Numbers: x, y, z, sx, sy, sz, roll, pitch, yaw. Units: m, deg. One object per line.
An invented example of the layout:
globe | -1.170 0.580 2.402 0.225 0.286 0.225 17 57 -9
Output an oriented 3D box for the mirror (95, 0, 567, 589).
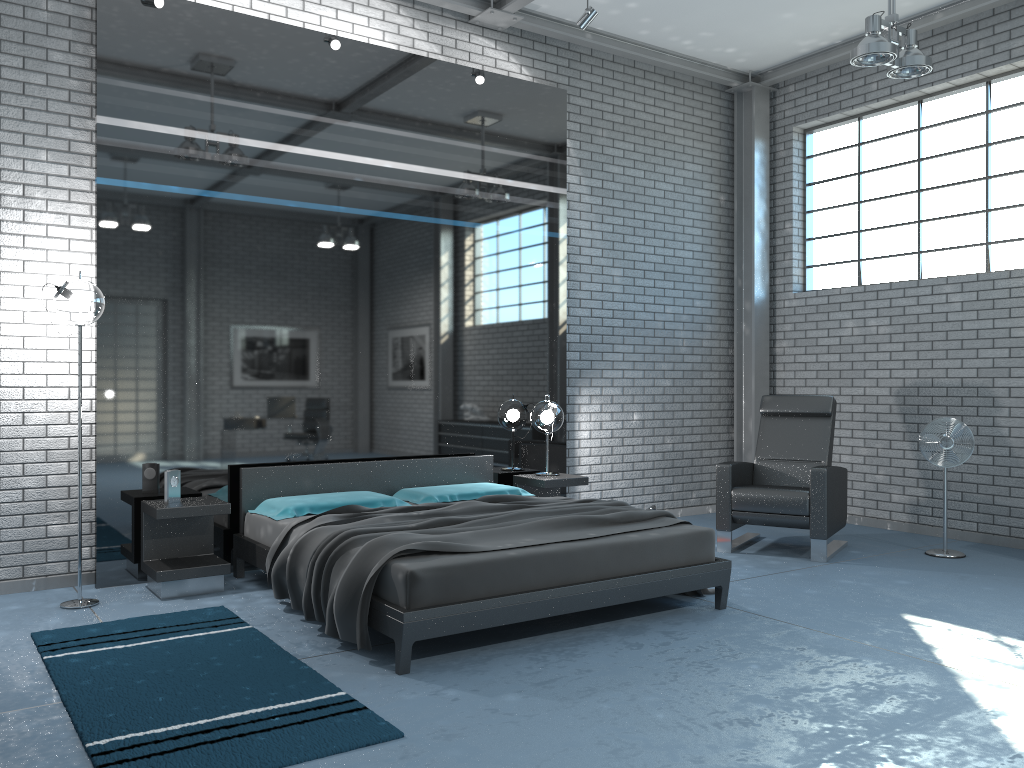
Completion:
mirror | -0.990 -0.572 6.061 3.400 3.500 0.050 0 0 -34

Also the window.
window | 3.315 -1.568 7.199 0.100 1.500 2.200 0 0 -34

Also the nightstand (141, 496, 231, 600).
nightstand | -1.868 0.926 5.073 0.400 0.501 0.400 0 0 -34

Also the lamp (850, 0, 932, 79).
lamp | 2.331 -2.385 5.444 0.639 0.872 0.300 0 0 -34

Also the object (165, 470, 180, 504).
object | -1.935 0.584 5.057 0.032 0.184 0.100 0 0 24

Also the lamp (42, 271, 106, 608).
lamp | -2.303 0.283 4.719 0.259 1.773 0.250 0 0 11

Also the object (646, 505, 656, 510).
object | 1.014 1.049 6.546 0.236 0.271 0.352 0 0 20

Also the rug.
rug | -1.310 1.174 3.562 0.886 0.012 2.060 0 0 -34

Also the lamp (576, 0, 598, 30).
lamp | 0.513 -2.651 6.178 0.161 0.343 0.137 0 0 26

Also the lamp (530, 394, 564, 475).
lamp | 0.266 0.374 6.608 0.259 0.596 0.250 0 0 -26

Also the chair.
chair | 1.984 0.631 6.421 0.763 1.099 0.940 0 0 31

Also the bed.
bed | -0.211 0.852 5.067 2.290 0.674 2.261 0 0 -34

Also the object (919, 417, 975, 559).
object | 2.992 0.704 6.125 0.342 0.954 0.258 0 0 21

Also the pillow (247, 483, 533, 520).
pillow | -0.730 0.738 5.691 1.810 0.115 0.567 0 0 -34

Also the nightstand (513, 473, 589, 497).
nightstand | 0.284 0.929 6.532 0.400 0.501 0.400 0 0 -34
